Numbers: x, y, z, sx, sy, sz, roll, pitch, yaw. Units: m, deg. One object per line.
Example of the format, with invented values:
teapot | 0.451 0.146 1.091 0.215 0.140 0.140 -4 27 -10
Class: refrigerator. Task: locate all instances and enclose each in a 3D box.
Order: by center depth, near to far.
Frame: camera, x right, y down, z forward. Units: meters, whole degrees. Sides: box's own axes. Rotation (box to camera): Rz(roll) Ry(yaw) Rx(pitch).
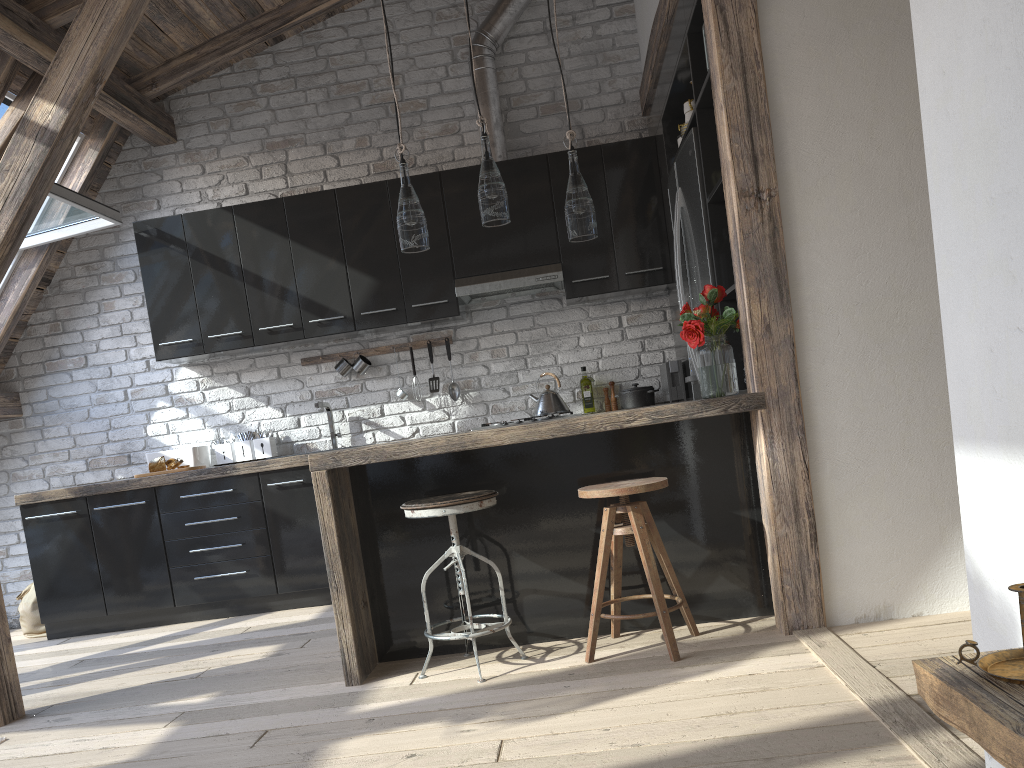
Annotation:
refrigerator | 1.240 -0.113 4.063 0.853 1.934 0.935 -8 3 4

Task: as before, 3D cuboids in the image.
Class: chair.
chair | 0.429 0.647 3.116 0.343 0.599 0.337 -7 3 24
chair | -0.181 0.716 3.176 0.356 0.641 0.349 -6 4 38

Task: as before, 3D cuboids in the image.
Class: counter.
counter | -0.885 0.759 4.289 3.817 0.857 2.232 -8 -2 4

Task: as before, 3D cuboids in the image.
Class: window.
window | -2.959 -0.779 4.633 1.522 1.285 0.849 -8 2 4

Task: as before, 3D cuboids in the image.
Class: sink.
sink | -1.090 0.360 5.081 0.527 0.519 0.511 -8 1 4

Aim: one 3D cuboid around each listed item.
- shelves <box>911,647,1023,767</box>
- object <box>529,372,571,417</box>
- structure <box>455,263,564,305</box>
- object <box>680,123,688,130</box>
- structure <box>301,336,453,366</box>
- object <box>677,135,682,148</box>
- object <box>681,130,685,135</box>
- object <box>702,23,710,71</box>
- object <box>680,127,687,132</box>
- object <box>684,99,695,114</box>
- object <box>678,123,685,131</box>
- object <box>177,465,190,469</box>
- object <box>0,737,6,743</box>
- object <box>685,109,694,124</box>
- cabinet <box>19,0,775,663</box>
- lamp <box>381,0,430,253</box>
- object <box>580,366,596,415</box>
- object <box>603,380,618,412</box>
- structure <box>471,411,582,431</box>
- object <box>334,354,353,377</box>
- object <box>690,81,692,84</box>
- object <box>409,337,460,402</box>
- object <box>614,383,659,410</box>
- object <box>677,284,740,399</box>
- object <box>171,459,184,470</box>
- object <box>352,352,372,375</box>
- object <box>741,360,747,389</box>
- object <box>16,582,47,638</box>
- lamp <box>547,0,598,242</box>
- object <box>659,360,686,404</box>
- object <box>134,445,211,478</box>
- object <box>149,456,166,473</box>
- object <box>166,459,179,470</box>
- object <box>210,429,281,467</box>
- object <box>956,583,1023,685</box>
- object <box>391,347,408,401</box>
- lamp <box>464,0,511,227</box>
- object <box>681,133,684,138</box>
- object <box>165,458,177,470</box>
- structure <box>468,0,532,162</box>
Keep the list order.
shelves | 0.617 0.579 0.471 0.331 0.452 1.596 -8 -2 4
object | 0.204 0.053 4.913 0.221 0.237 0.221 -8 1 -6
structure | -0.007 -0.572 5.031 0.600 0.104 0.367 -8 -2 4
object | 0.829 -1.150 3.944 0.147 0.026 0.150 -6 -3 -44
structure | -0.820 -0.198 5.264 0.933 0.046 0.081 -8 -1 5
object | 0.897 -1.184 4.306 0.187 0.175 0.206 -7 1 45
object | 0.832 -1.127 3.945 0.147 0.026 0.150 -6 -3 -44
object | 0.751 -1.231 3.151 0.125 0.208 0.124 -8 3 9
object | 0.831 -1.139 3.945 0.147 0.026 0.150 -6 -3 -44
object | 0.817 -1.227 3.929 0.094 0.068 0.106 -8 0 -10
object | 0.836 -1.178 4.089 0.095 0.068 0.105 -8 0 32
object | -1.883 0.477 5.048 0.068 0.017 0.078 -7 -2 -18
object | -3.001 1.337 1.663 2.190 0.057 3.174 -8 -3 4
object | 0.828 -1.183 3.936 0.106 0.068 0.093 -8 0 15
cabinet | -0.793 -0.091 4.275 4.220 2.526 2.079 -8 2 5
lamp | -0.443 -1.127 3.073 0.108 1.297 0.222 -7 4 6
object | 0.450 0.037 5.171 0.089 0.285 0.081 -8 4 0
object | 0.577 0.069 5.185 0.080 0.184 0.039 -7 4 17
structure | 0.093 0.207 4.986 0.606 0.032 0.494 -8 -3 4
object | -1.006 -0.109 5.270 0.117 0.140 0.092 -8 2 6
object | 0.782 -1.191 3.712 0.059 0.169 0.059 -9 4 -11
object | -0.465 -0.071 5.208 0.283 0.384 0.069 -8 4 5
object | 0.718 0.066 5.065 0.247 0.142 0.208 -8 0 3
object | 0.720 -0.157 3.174 0.253 0.418 0.308 -6 3 37
object | -1.912 0.460 5.032 0.072 0.055 0.083 -8 0 -20
object | -0.899 -0.125 5.254 0.118 0.140 0.092 -7 2 21
object | 0.991 -0.071 3.462 0.134 0.166 0.134 -8 2 -6
object | -2.852 1.316 5.342 0.395 0.392 0.334 -7 2 30
lamp | 0.156 -1.186 3.026 0.109 1.351 0.223 -7 4 6
object | 0.911 -0.008 4.997 0.088 0.228 0.350 -8 0 4
object | -1.976 0.452 5.168 0.380 0.134 0.590 -8 -2 -8
object | -2.016 0.458 4.997 0.089 0.088 0.086 -8 1 -19
object | -1.933 0.461 5.013 0.072 0.058 0.083 -8 0 -20
object | -1.606 0.373 5.326 0.405 0.202 0.146 -8 2 6
object | 0.672 0.316 1.133 0.139 0.113 0.139 -8 0 -13
object | -0.675 -0.062 5.256 0.071 0.328 0.065 -8 4 4
lamp | -0.159 -1.193 3.055 0.109 1.246 0.236 -7 4 16
object | 0.834 -1.115 3.947 0.150 0.023 0.147 -9 -3 31
object | -1.957 0.462 5.066 0.074 0.067 0.079 -8 1 -24
structure | 0.233 -1.913 4.987 0.984 1.293 0.168 -8 4 5
